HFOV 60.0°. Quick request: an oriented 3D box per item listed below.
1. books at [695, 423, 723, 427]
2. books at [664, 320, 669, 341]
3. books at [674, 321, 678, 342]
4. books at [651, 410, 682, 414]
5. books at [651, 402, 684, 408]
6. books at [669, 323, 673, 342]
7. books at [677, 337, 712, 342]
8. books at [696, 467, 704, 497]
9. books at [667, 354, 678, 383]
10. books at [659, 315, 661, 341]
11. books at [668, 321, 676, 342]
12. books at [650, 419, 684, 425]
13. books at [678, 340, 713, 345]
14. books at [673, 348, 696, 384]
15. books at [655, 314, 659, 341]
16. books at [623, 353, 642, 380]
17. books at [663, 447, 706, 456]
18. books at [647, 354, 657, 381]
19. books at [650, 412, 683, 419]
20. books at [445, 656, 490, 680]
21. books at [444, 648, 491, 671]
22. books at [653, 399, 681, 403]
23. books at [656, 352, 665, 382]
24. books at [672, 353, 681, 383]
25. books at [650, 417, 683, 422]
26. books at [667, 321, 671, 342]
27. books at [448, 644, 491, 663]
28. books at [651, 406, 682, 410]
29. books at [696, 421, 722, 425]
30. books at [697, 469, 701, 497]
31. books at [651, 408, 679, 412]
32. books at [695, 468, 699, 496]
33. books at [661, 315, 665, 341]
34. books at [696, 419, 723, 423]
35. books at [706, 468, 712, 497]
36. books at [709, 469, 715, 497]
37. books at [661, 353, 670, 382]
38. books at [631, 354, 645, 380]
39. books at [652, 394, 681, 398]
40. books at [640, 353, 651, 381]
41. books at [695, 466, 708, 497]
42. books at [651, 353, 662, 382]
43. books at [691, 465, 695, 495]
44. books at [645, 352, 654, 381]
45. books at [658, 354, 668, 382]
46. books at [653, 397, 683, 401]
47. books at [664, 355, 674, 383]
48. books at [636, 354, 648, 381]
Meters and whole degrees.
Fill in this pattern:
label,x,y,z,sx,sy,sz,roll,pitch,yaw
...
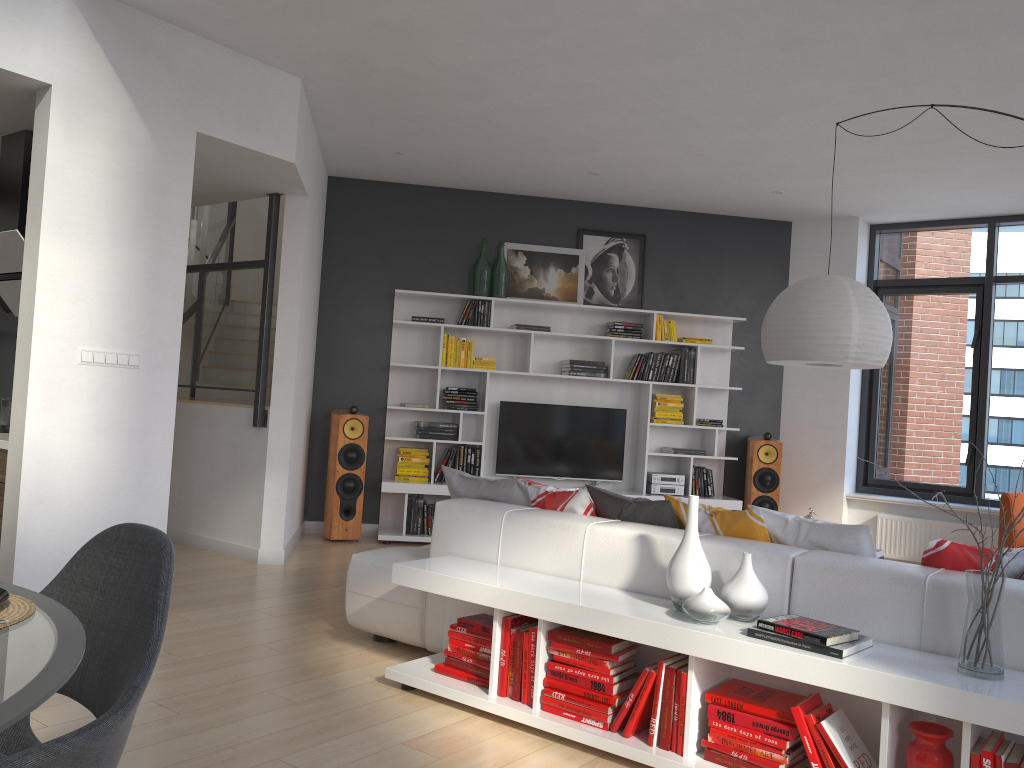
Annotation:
label,x,y,z,sx,sy,sz,roll,pitch,yaw
books,1.700,0.356,7.675,0.213,0.023,0.161,4,-1,-5
books,1.305,-0.451,7.622,0.054,0.180,0.132,4,-1,-8
books,1.389,-0.448,7.638,0.044,0.184,0.142,4,-1,-7
books,1.330,0.242,7.695,0.251,0.014,0.189,4,-1,-5
books,1.348,0.179,7.694,0.239,0.033,0.176,4,-1,-5
books,1.345,-0.439,7.609,0.046,0.161,0.108,4,-1,-9
books,1.584,-0.380,7.706,0.257,0.024,0.203,4,-1,-5
books,1.615,0.845,7.664,0.050,0.242,0.169,4,-1,-8
books,1.360,-0.130,7.663,0.084,0.249,0.191,4,-1,-8
books,1.244,-0.477,7.627,0.041,0.224,0.163,4,-1,-10
books,1.367,-0.449,7.627,0.064,0.184,0.141,4,-1,-7
books,1.333,0.329,7.667,0.257,0.028,0.194,4,-1,-3
books,1.587,-0.354,7.698,0.257,0.028,0.194,4,-1,-3
books,1.487,-0.151,7.710,0.128,0.321,0.259,4,-1,-8
books,1.224,-0.481,7.606,0.041,0.229,0.161,4,-1,-9
books,1.034,-0.144,7.617,0.104,0.234,0.182,4,-1,-8
books,1.488,0.582,7.688,0.310,0.047,0.250,4,-1,-12
books,1.182,-0.137,7.636,0.068,0.243,0.179,4,-1,-9
books,1.333,0.270,7.681,0.243,0.042,0.189,4,-1,-8
books,-0.104,1.122,3.553,0.259,0.034,0.206,3,-2,40
books,-0.115,1.092,3.553,0.266,0.026,0.187,2,-2,43
books,1.343,0.151,7.696,0.227,0.022,0.160,4,-1,8
books,1.252,-0.142,7.651,0.066,0.260,0.197,4,-1,-8
books,1.394,-0.132,7.668,0.066,0.260,0.197,4,-1,-8
books,1.330,0.303,7.676,0.257,0.024,0.203,4,-1,-5
books,1.326,-0.449,7.618,0.044,0.178,0.128,4,-1,-8
books,-0.101,1.067,3.553,0.257,0.025,0.182,3,-2,37
books,1.336,0.204,7.694,0.239,0.019,0.171,4,-1,-8
books,1.700,0.337,7.678,0.198,0.015,0.142,4,-1,-10
books,1.592,0.847,7.668,0.049,0.236,0.170,4,-1,-7
books,1.325,0.223,7.675,0.217,0.023,0.145,4,-1,-4
books,1.567,0.845,7.671,0.053,0.240,0.189,4,-1,-8
books,1.273,-0.475,7.640,0.054,0.224,0.164,4,-1,-9
books,1.701,0.318,7.694,0.213,0.023,0.161,4,-1,-5
books,1.672,0.850,7.675,0.066,0.242,0.177,4,-1,-8
books,1.701,0.856,7.711,0.077,0.233,0.179,4,-1,-8
books,1.296,-0.136,7.655,0.075,0.254,0.192,4,-1,-9
books,1.066,-0.141,7.626,0.096,0.234,0.187,4,-1,-8
books,1.342,0.105,7.716,0.223,0.023,0.163,4,-1,-4
books,1.136,-0.141,7.609,0.069,0.242,0.172,4,-1,-7
books,1.642,0.842,7.679,0.066,0.255,0.193,4,-1,-8
books,1.219,-0.140,7.645,0.084,0.249,0.191,4,-1,-8
books,1.536,0.827,7.671,0.053,0.268,0.202,4,-1,-8
books,1.155,-0.146,7.638,0.075,0.254,0.192,4,-1,-9
books,1.277,-0.131,7.626,0.069,0.242,0.172,4,-1,-7
books,1.353,0.128,7.694,0.223,0.023,0.163,4,-1,-4
books,1.324,-0.130,7.646,0.071,0.243,0.179,4,-1,-9
books,1.099,-0.140,7.617,0.081,0.233,0.169,4,-1,-9
